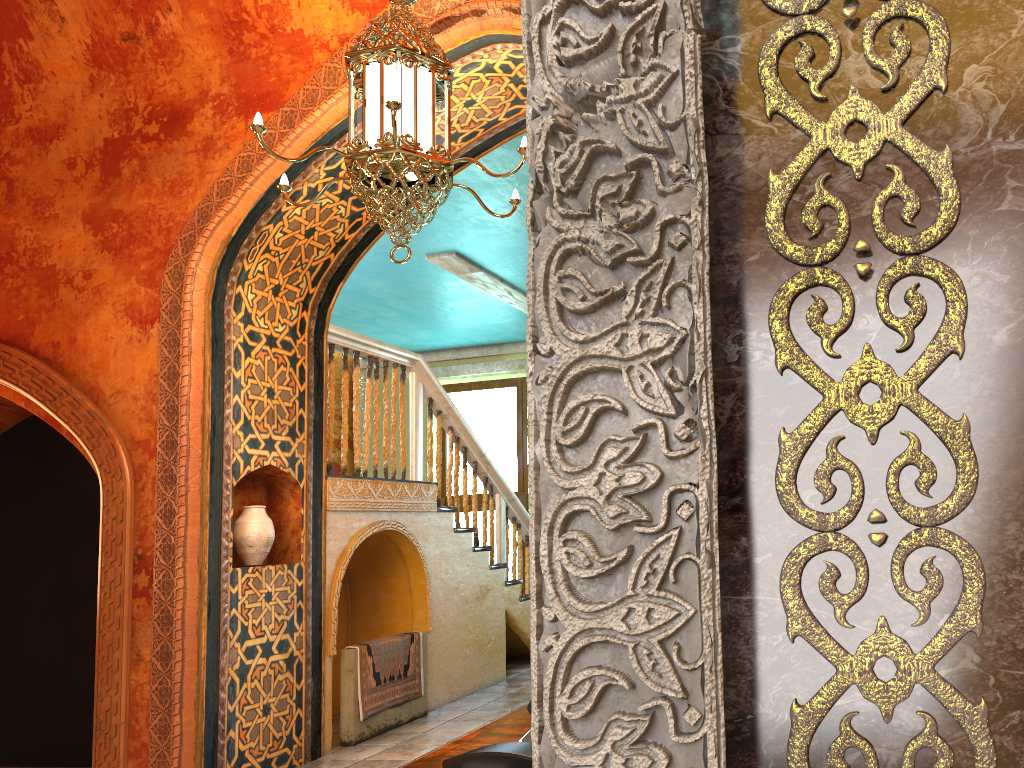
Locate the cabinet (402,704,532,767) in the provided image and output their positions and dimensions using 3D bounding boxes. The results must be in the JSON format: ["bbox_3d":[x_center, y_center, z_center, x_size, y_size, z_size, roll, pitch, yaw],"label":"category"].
[{"bbox_3d":[0.199,1.269,1.852,0.461,1.046,1.607,-5,-9,23],"label":"cabinet"}]

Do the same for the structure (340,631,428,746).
[{"bbox_3d":[-0.987,2.373,6.731,0.102,0.683,1.089,-4,-9,24],"label":"structure"}]

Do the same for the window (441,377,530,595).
[{"bbox_3d":[-0.473,1.640,13.248,1.453,3.398,0.093,-3,-6,13],"label":"window"}]

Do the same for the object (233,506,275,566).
[{"bbox_3d":[-1.692,0.992,5.576,0.226,0.382,0.280,-7,-9,36],"label":"object"}]

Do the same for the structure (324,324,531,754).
[{"bbox_3d":[-0.882,1.612,9.097,1.681,3.121,6.319,-5,-9,23],"label":"structure"}]

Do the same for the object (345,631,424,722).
[{"bbox_3d":[-0.988,2.283,6.722,0.141,0.551,0.950,-4,-9,23],"label":"object"}]

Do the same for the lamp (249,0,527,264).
[{"bbox_3d":[-0.521,-1.712,3.964,1.213,2.350,1.202,-4,-7,19],"label":"lamp"}]

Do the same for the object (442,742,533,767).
[{"bbox_3d":[-0.026,0.638,1.360,0.361,0.086,0.361,-10,-12,33],"label":"object"}]

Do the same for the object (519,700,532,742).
[{"bbox_3d":[0.188,0.572,1.816,0.245,0.316,0.477,-4,-9,12],"label":"object"}]
